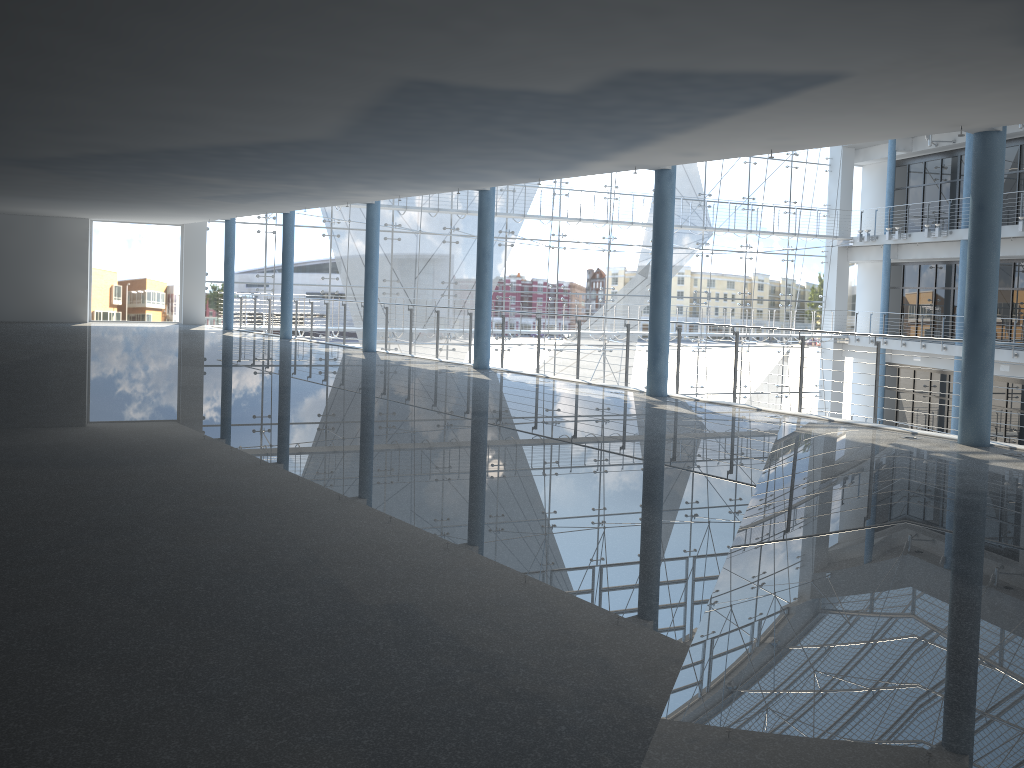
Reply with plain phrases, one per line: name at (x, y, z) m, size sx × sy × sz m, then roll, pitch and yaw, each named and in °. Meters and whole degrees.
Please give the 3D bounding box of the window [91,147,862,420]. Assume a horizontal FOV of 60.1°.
window at (0.167, -0.594, 4.127) m, size 3.847 × 2.765 × 0.010 m, roll 0°, pitch 3°, yaw -22°
